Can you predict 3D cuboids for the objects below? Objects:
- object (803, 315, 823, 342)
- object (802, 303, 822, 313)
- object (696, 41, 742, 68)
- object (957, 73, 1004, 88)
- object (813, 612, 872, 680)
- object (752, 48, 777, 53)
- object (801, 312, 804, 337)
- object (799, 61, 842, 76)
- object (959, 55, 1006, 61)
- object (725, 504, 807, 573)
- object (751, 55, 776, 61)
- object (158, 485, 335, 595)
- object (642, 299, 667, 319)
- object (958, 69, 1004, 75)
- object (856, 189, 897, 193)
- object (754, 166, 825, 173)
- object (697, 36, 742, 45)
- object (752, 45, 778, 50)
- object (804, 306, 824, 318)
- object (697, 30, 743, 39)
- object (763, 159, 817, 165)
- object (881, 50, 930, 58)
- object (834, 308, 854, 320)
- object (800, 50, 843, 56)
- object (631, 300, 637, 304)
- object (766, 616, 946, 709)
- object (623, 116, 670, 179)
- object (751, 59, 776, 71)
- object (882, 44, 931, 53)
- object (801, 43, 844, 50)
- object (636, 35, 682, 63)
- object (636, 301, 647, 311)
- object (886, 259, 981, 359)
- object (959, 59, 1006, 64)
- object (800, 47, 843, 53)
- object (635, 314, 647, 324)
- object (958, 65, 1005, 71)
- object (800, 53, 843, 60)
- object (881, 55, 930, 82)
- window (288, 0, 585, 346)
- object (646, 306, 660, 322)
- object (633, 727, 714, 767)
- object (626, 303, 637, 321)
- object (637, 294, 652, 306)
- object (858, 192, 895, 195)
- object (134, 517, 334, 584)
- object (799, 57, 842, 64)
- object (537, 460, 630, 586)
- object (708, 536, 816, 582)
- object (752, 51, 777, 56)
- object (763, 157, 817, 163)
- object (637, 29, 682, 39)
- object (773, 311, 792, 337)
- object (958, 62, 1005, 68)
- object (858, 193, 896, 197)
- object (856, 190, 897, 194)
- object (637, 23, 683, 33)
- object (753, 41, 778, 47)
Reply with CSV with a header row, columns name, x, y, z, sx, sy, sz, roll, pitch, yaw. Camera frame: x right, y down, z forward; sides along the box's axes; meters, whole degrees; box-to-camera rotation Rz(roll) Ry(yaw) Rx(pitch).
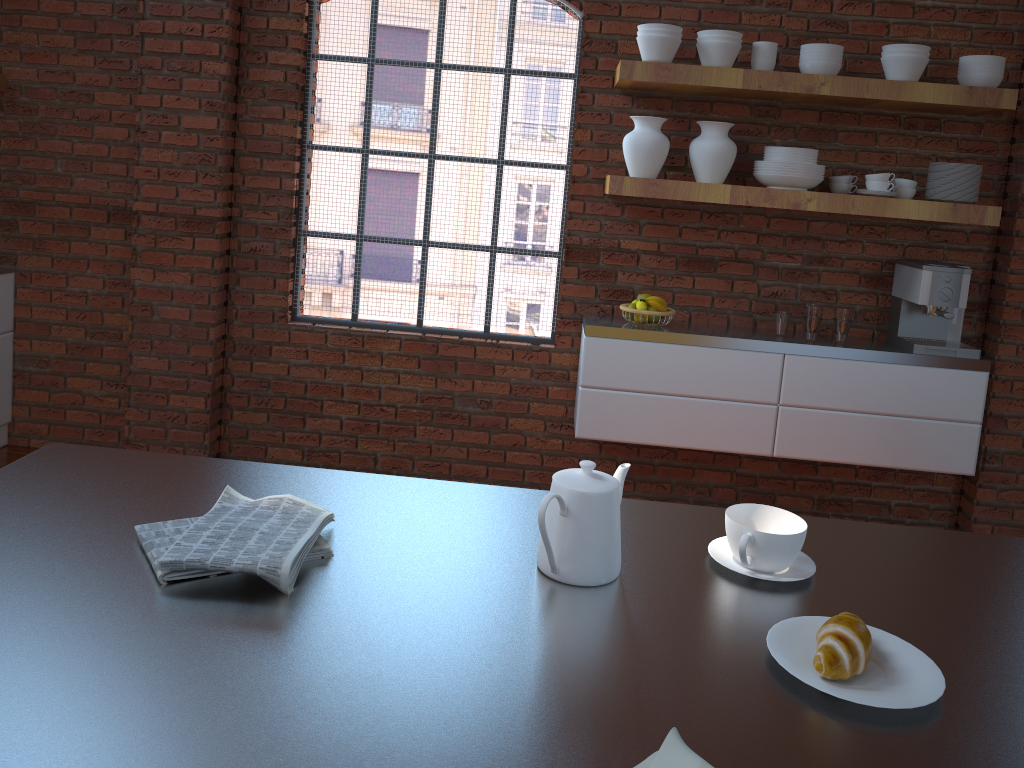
name,x,y,z,sx,sy,sz,roll,pitch,yaw
object,1.233,-0.225,3.623,0.078,0.102,0.078,10,10,32
object,1.267,-0.288,3.735,0.078,0.102,0.078,10,10,32
object,0.830,-1.316,3.554,0.183,0.102,0.181,14,15,37
object,1.872,-1.204,3.527,0.168,0.060,0.166,15,16,40
object,0.388,0.300,1.028,0.062,0.050,0.140,9,13,20
object,1.027,-1.332,3.590,0.100,0.060,0.099,15,15,41
object,1.264,-0.250,3.739,0.078,0.102,0.078,10,10,32
object,1.246,-1.266,3.568,0.165,0.060,0.169,4,12,-3
object,1.878,-1.271,3.520,0.168,0.060,0.166,15,16,40
object,0.365,0.231,1.291,0.124,0.068,0.118,2,12,-13
object,1.025,-1.306,3.593,0.100,0.060,0.099,15,15,41
object,-0.351,0.208,1.200,0.164,0.049,0.237,5,13,2
object,0.612,-0.307,3.676,0.065,0.093,0.177,12,13,38
object,1.874,-1.221,3.525,0.168,0.060,0.166,15,16,40
object,1.479,-0.777,3.569,0.154,0.012,0.156,-5,16,-36
object,1.135,-0.858,3.614,0.281,0.054,0.288,1,13,-14
object,0.832,-1.337,3.552,0.183,0.102,0.181,14,15,37
object,1.028,-1.344,3.589,0.100,0.060,0.099,15,15,41
object,1.236,-0.263,3.619,0.078,0.102,0.078,10,10,32
object,0.834,-1.360,3.549,0.183,0.102,0.181,14,15,37
object,1.137,-0.885,3.611,0.213,0.054,0.218,3,13,-6
object,1.567,-1.269,3.518,0.180,0.102,0.184,-1,13,-27
object,1.365,-0.256,3.635,0.078,0.102,0.078,7,9,14
object,1.249,-1.308,3.564,0.165,0.060,0.169,4,12,-3
object,0.536,-0.340,3.783,0.045,0.046,0.056,11,12,34
object,0.397,0.325,1.025,0.196,0.013,0.197,10,14,23
object,0.554,-0.977,3.645,0.195,0.246,0.193,13,12,41
object,1.024,-1.290,3.595,0.100,0.060,0.099,15,15,41
object,1.569,-1.292,3.516,0.180,0.102,0.184,-1,13,-27
object,1.251,-1.333,3.561,0.165,0.060,0.169,4,12,-3
object,0.585,-1.331,3.529,0.183,0.102,0.181,14,15,37
object,0.543,-0.325,3.685,0.044,0.052,0.052,3,10,-9
object,1.769,-0.321,3.644,0.271,0.364,0.386,5,10,2
object,1.877,-1.258,3.521,0.168,0.060,0.166,15,16,40
object,1.250,-1.320,3.562,0.165,0.060,0.169,4,12,-3
object,0.541,-0.276,3.678,0.056,0.045,0.046,12,12,35
object,1.875,-1.234,3.524,0.168,0.060,0.166,15,16,40
object,1.248,-1.295,3.565,0.165,0.060,0.169,4,12,-3
object,1.565,-1.248,3.521,0.180,0.102,0.184,-1,13,-27
window,3.047,-1.039,6.103,17.398,9.780,3.690,3,7,-7
object,0.591,-0.294,3.711,0.077,0.064,0.078,12,13,35
object,0.122,0.352,0.712,0.196,0.060,0.208,-4,15,-35
object,0.519,-0.305,3.731,0.074,0.074,0.074,1,11,-22
object,0.565,-0.355,3.742,0.068,0.060,0.070,8,11,18
object,1.478,-0.768,3.570,0.154,0.012,0.156,-5,16,-36
object,-0.385,0.216,1.216,0.232,0.026,0.168,-4,15,-32
object,1.247,-1.282,3.567,0.165,0.060,0.169,4,12,-3
object,0.100,0.182,1.231,0.118,0.153,0.200,6,11,8
object,0.366,0.261,1.295,0.155,0.012,0.155,12,15,30
object,1.026,-1.319,3.592,0.100,0.060,0.099,15,15,41
object,1.138,-0.895,3.610,0.213,0.054,0.218,3,13,-6
object,0.586,-1.352,3.527,0.183,0.102,0.181,14,15,37
object,1.133,-0.251,3.703,0.077,0.102,0.079,0,10,-27
object,1.876,-1.247,3.523,0.168,0.060,0.166,15,16,40
object,1.478,-0.764,3.571,0.154,0.012,0.156,-5,16,-36
object,1.478,-0.773,3.570,0.154,0.012,0.156,-5,16,-36
object,0.588,-1.374,3.524,0.183,0.102,0.181,14,15,37
object,1.029,-1.357,3.588,0.100,0.060,0.099,15,15,41
